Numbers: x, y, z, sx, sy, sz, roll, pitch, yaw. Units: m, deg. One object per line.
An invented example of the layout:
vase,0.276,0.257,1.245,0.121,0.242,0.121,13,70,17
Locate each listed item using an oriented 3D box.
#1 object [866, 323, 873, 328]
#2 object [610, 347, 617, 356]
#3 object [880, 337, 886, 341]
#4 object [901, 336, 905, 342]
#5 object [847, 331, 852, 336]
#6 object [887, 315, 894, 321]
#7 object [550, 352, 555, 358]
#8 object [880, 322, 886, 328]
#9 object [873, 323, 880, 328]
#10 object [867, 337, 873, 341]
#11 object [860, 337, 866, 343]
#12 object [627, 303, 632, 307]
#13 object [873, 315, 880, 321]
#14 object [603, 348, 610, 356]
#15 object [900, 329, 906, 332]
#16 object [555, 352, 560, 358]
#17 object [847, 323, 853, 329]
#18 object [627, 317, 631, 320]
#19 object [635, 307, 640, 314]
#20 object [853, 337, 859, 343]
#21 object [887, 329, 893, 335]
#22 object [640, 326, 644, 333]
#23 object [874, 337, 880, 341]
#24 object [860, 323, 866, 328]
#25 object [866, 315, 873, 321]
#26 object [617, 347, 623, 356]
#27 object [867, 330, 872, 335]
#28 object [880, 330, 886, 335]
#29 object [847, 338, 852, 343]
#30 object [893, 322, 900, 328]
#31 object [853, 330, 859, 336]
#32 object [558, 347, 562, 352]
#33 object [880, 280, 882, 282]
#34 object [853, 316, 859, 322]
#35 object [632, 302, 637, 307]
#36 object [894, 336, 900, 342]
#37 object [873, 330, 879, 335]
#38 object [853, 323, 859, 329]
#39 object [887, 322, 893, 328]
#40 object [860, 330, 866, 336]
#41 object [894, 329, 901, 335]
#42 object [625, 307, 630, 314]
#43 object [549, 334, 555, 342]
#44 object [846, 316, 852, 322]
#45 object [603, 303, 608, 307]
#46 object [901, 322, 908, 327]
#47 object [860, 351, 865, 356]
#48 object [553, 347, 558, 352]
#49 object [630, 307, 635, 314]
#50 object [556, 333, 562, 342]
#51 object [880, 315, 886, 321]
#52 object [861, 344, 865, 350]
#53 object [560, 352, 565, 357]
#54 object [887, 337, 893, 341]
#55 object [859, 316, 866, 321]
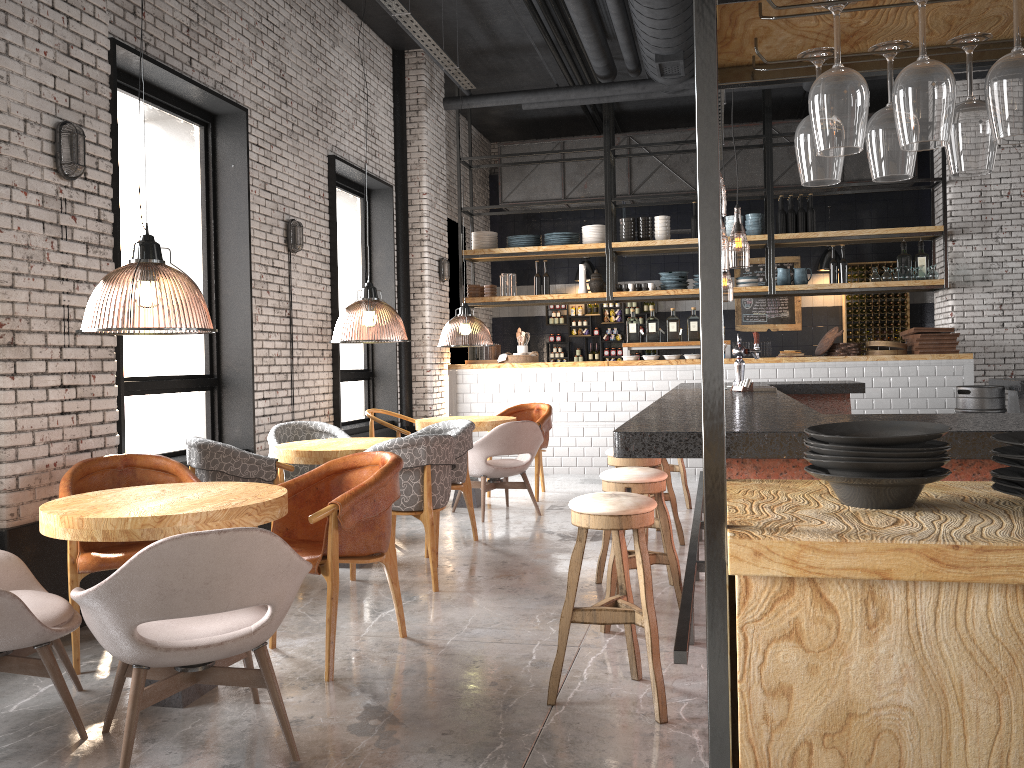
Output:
object,5.273,-0.864,13.065,0.079,0.079,0.284,-1,1,13
object,1.608,-0.509,14.035,0.100,0.139,0.088,-1,1,14
object,5.461,-0.657,13.022,0.079,0.079,0.281,-1,1,13
object,5.740,-0.661,12.974,0.079,0.079,0.281,-1,1,13
object,5.002,-0.755,13.143,0.079,0.079,0.281,-1,1,13
object,5.541,-0.973,12.978,0.079,0.079,0.284,-1,1,13
object,0.651,-0.465,14.233,0.071,0.083,0.071,-1,1,23
object,5.461,-0.867,13.042,0.079,0.079,0.284,-1,1,13
object,5.365,-0.865,13.044,0.079,0.079,0.284,-1,1,13
object,5.271,-0.653,13.042,0.079,0.079,0.281,-1,1,13
object,5.188,-0.653,13.102,0.079,0.079,0.281,-1,1,13
object,1.852,-1.262,13.949,0.076,0.111,0.076,-1,1,-12
object,5.358,-0.970,13.024,0.079,0.079,0.284,-1,1,13
object,1.502,-0.507,14.059,0.100,0.139,0.088,-1,1,14
object,5.734,-0.766,12.958,0.079,0.079,0.281,-1,1,13
object,0.728,-0.466,14.215,0.071,0.083,0.071,-1,1,3
object,4.991,-0.859,13.106,0.079,0.079,0.284,-1,1,13
object,1.850,-0.994,13.951,0.076,0.111,0.076,-1,1,38
object,1.975,-1.153,13.922,0.076,0.111,0.076,-1,1,8
object,5.088,-0.650,13.085,0.079,0.079,0.281,-1,1,13
object,5.551,-0.763,13.001,0.079,0.079,0.281,-1,1,13
object,2.034,-0.852,13.931,0.081,0.113,0.071,-1,1,12
object,5.367,-0.655,13.035,0.079,0.079,0.281,-1,1,13
object,5.179,-0.862,13.077,0.079,0.079,0.284,-1,1,13
object,5.265,-0.968,13.042,0.079,0.079,0.284,-1,1,13
object,1.708,-0.510,14.012,0.100,0.139,0.088,-1,1,14
object,5.279,-0.759,13.084,0.079,0.079,0.281,-1,1,13
object,5.462,-0.762,13.037,0.079,0.079,0.281,-1,1,13
object,4.999,-0.649,13.120,0.079,0.079,0.281,-1,1,13
object,5.644,-0.870,12.995,0.079,0.079,0.284,-1,1,13
object,5.086,-0.755,13.088,0.079,0.079,0.281,-1,1,13
object,0.768,-0.550,14.203,0.071,0.083,0.071,-2,1,-37
object,5.438,-1.497,12.997,0.079,0.079,0.284,-1,1,13
object,5.091,-0.967,13.126,0.079,0.079,0.284,-1,1,13
object,1.932,-1.264,13.932,0.076,0.111,0.076,-1,1,18
object,5.648,-0.660,12.995,0.079,0.079,0.281,-1,1,13
object,5.367,-0.760,13.043,0.079,0.079,0.281,-1,1,13
object,5.089,-0.861,13.108,0.079,0.079,0.284,-1,1,13
object,5.548,-0.868,13.001,0.079,0.079,0.284,-1,1,13
object,5.183,-0.757,13.086,0.079,0.079,0.281,-1,1,13
object,5.637,-0.764,12.957,0.079,0.079,0.281,-1,1,13
object,1.814,-1.151,13.958,0.076,0.111,0.076,-1,1,23
object,0.646,-0.740,14.255,0.100,0.139,0.088,-1,1,14
object,4.994,-0.965,13.128,0.079,0.079,0.284,-1,1,13
object,1.485,-1.289,14.033,0.079,0.156,0.079,-1,1,23
object,5.728,-0.871,12.940,0.079,0.079,0.284,-1,1,13
object,5.187,-0.442,13.078,0.079,0.079,0.281,-1,1,13
object,0.694,-0.549,14.227,0.071,0.083,0.071,-1,1,38
object,1.894,-1.152,13.939,0.076,0.111,0.076,-1,1,33
object,0.752,-0.742,14.231,0.100,0.139,0.088,-1,1,14
object,5.458,-0.972,13.037,0.079,0.079,0.284,-1,1,13
object,5.187,-0.547,13.087,0.079,0.079,0.281,-1,1,13
object,0.808,-0.467,14.196,0.071,0.083,0.071,-1,1,38
object,5.558,-0.659,13.020,0.079,0.079,0.281,-1,1,13
object,5.182,-0.968,13.101,0.079,0.079,0.284,-1,1,13
